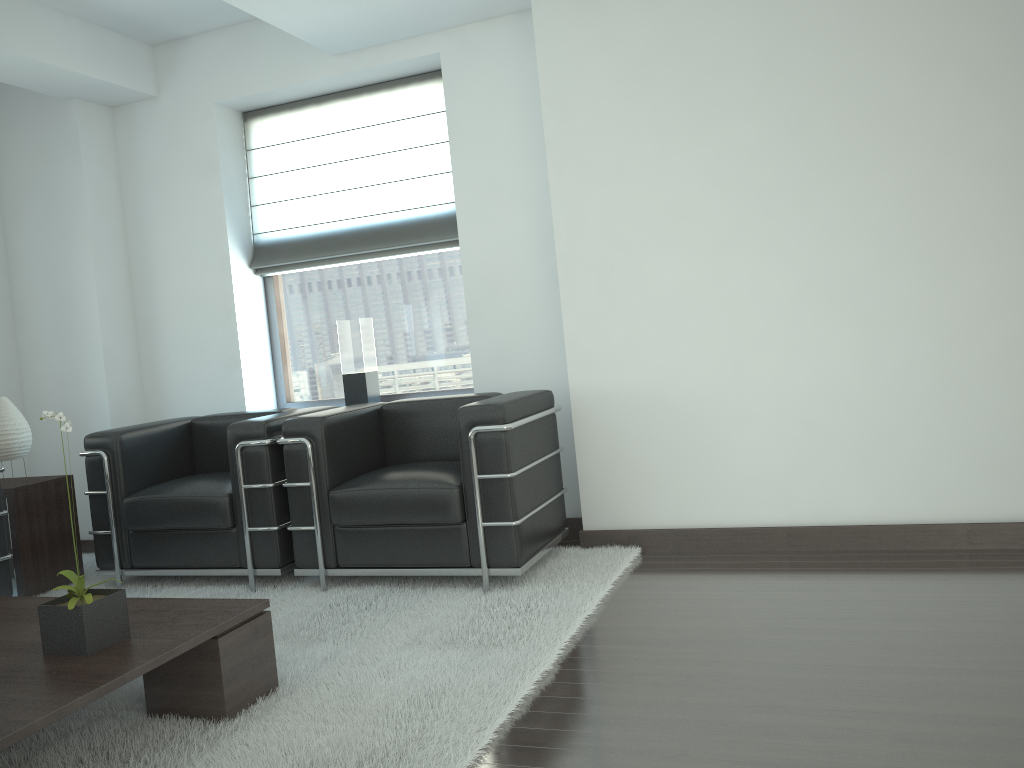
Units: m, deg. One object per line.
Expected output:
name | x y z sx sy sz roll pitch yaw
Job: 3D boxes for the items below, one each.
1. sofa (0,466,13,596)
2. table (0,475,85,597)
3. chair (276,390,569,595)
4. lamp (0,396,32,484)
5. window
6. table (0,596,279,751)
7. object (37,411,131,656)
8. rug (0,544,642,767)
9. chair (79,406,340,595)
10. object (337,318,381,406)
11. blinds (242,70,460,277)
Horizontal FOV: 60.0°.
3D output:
sofa | -4.329 1.166 4.358 1.122 1.169 3.483 -5 3 20
table | -3.739 1.158 6.613 0.785 0.844 0.527 -5 2 20
chair | -0.558 0.701 5.962 1.644 1.170 1.125 -5 2 20
lamp | -3.762 0.413 6.561 0.375 0.654 0.374 -7 2 -40
window | -1.237 -1.161 7.706 2.130 2.730 0.146 -5 1 20
table | -2.334 1.373 3.552 1.919 0.441 1.940 -5 3 20
object | -1.835 0.597 3.674 0.335 0.991 0.253 -5 1 20
rug | -2.589 1.563 4.035 5.163 0.110 6.265 -5 3 20
chair | -2.130 0.827 6.551 1.644 1.170 1.125 -5 2 20
object | -1.284 -0.159 7.449 0.243 0.775 0.239 -5 2 20
blinds | -1.355 -1.771 7.534 2.121 1.475 0.222 -5 2 20
